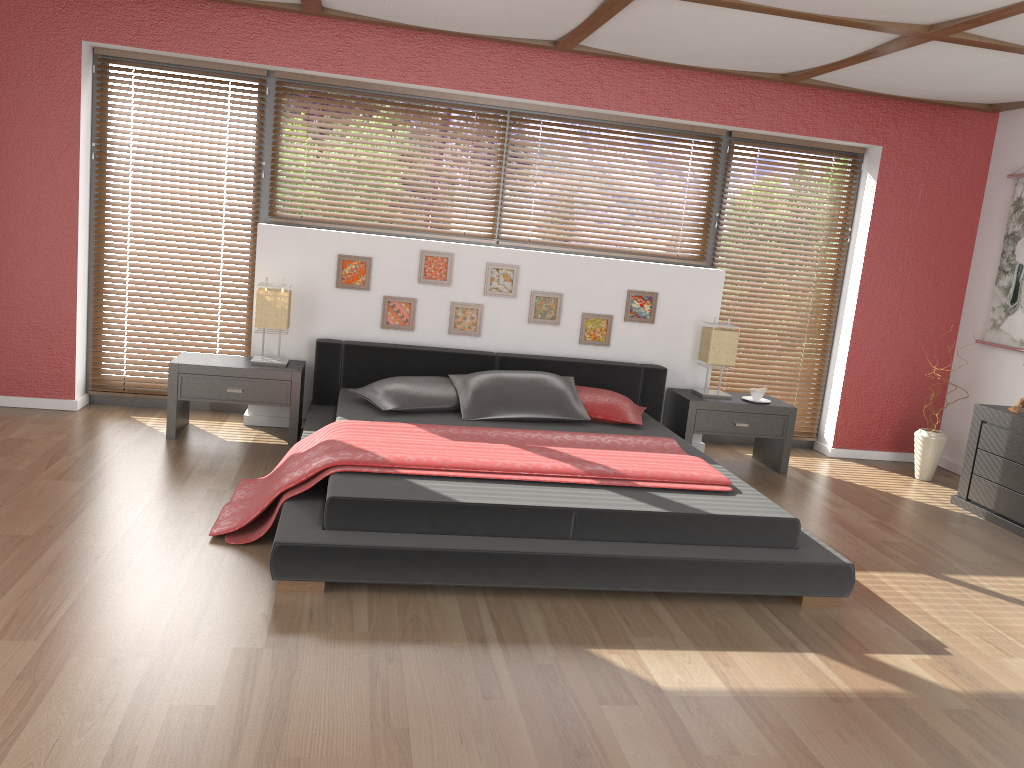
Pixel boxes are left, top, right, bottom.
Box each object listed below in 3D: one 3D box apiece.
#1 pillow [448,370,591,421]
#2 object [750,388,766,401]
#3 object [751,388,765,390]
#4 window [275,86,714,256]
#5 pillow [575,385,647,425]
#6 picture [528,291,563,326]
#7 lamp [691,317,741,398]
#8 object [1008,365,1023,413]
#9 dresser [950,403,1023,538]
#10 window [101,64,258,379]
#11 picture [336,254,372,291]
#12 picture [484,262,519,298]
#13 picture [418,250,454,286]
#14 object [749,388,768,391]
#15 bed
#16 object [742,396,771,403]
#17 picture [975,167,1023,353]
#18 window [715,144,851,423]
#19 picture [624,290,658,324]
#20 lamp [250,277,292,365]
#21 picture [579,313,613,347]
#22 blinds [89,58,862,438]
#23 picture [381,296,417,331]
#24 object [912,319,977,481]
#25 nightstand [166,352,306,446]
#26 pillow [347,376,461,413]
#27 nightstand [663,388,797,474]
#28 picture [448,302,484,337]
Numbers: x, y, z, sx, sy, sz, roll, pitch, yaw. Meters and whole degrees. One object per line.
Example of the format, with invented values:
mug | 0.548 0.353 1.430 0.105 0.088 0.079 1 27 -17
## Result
pillow | 0.041 0.056 4.903 0.744 0.241 0.386 3 10 -15
object | 1.529 0.069 5.537 0.099 0.069 0.099 8 10 14
object | 1.537 0.031 5.537 0.007 0.007 0.192 15 13 43
window | -0.063 -1.330 5.675 2.817 0.786 0.020 4 10 -10
pillow | 0.404 0.109 5.119 0.745 0.172 0.418 7 10 8
picture | 0.209 -0.472 5.519 0.200 0.200 0.010 4 10 -10
lamp | 1.282 -0.174 5.547 0.200 0.480 0.200 4 10 -10
object | 2.978 -0.050 4.783 0.173 0.498 0.490 1 11 -25
dresser | 3.028 0.582 4.396 0.540 0.608 1.740 4 10 -10
window | -2.034 -0.937 5.413 0.889 1.893 0.020 4 10 -10
picture | -0.942 -0.664 5.286 0.200 0.200 0.010 4 10 -10
picture | -0.064 -0.636 5.441 0.200 0.200 0.010 4 10 -10
picture | -0.461 -0.700 5.361 0.200 0.200 0.010 4 10 -10
object | 1.532 0.034 5.514 0.192 0.007 0.007 -2 13 -40
bed | -0.069 0.287 4.330 2.469 0.577 2.413 4 10 -10
object | 1.526 0.101 5.542 0.179 0.012 0.179 8 10 14
picture | 3.228 -0.830 5.481 0.028 1.270 0.701 4 10 -10
window | 1.793 -0.659 6.119 0.889 1.893 0.020 4 10 -10
picture | 0.818 -0.489 5.620 0.200 0.200 0.010 4 10 -10
lamp | -1.365 -0.366 5.059 0.200 0.480 0.200 4 10 -10
picture | 0.530 -0.342 5.598 0.200 0.200 0.010 4 10 -10
blinds | -0.114 -0.751 5.706 4.840 1.952 0.032 4 10 -10
picture | -0.686 -0.427 5.375 0.200 0.200 0.010 4 10 -10
object | 2.670 0.107 5.672 0.422 1.035 0.364 -1 12 -35
nightstand | -1.562 0.082 5.069 0.700 0.423 0.413 4 10 -10
pillow | -0.482 0.055 4.902 0.745 0.172 0.418 -1 12 -35
nightstand | 1.358 0.294 5.607 0.700 0.423 0.413 4 10 -10
picture | -0.283 -0.397 5.449 0.200 0.200 0.010 4 10 -10
